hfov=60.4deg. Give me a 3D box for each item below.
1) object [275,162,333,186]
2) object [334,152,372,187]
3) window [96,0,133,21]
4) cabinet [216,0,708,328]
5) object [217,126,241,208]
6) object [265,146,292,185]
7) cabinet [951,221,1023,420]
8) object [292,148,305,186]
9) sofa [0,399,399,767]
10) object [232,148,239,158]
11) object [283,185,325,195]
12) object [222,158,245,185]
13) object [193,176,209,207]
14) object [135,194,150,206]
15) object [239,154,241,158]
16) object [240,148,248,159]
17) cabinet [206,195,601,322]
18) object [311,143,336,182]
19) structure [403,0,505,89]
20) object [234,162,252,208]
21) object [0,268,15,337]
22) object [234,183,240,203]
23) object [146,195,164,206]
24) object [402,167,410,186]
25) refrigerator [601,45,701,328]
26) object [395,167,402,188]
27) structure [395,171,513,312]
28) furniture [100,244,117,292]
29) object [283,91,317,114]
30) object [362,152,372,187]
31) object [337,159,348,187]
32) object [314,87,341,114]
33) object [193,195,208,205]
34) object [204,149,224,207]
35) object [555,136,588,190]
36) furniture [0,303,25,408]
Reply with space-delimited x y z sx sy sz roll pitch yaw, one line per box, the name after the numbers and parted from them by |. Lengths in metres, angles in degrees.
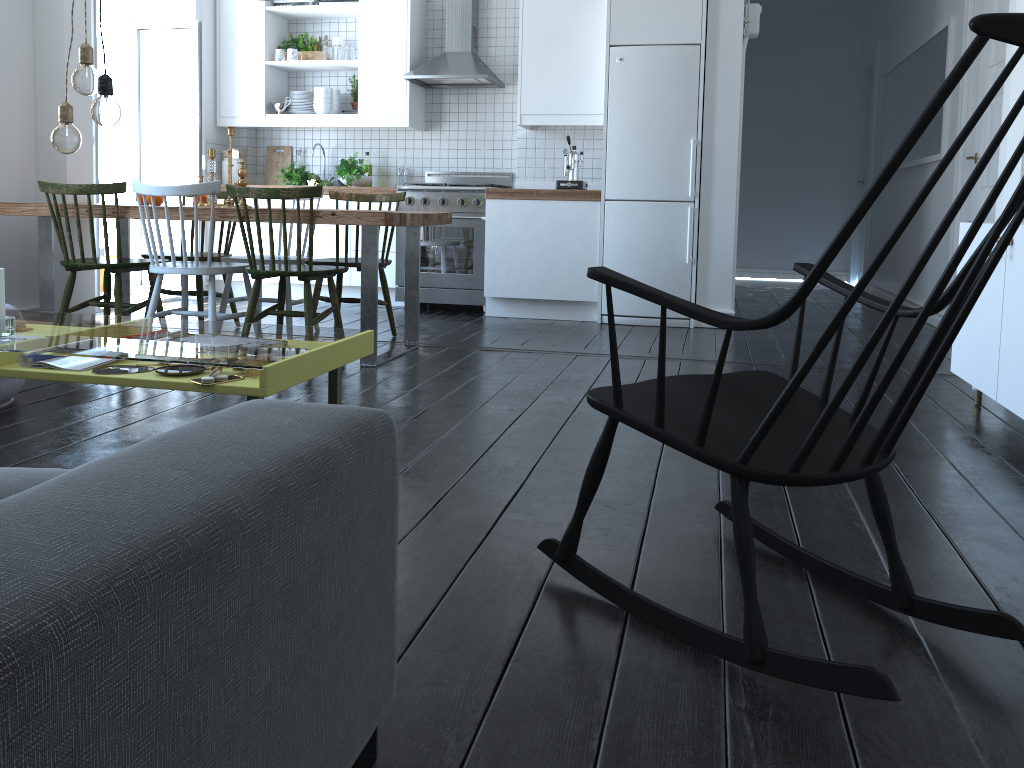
-1.587 -1.556 6.767 0.469 0.304 0.287 -1 8 -14 | object
-1.210 -1.630 6.696 0.271 0.266 0.343 2 9 3 | object
-2.953 -2.925 5.984 0.106 0.649 1.197 2 10 12 | window
-0.499 -1.740 6.456 3.796 2.347 0.787 4 6 17 | cabinet
-1.415 -1.081 4.403 0.113 0.406 0.115 -1 6 -25 | object
-1.896 -1.769 7.161 0.220 0.326 0.041 3 5 13 | object
1.920 -0.168 2.959 0.590 0.726 1.217 3 10 12 | cabinet
-1.719 -1.744 7.090 0.098 0.314 0.099 3 5 13 | object
-1.411 0.163 0.936 2.375 0.715 1.099 4 10 13 | sofa
-2.188 -1.716 6.934 0.064 0.287 0.142 0 6 -14 | object
-1.547 -1.478 6.831 0.372 0.110 0.359 4 11 12 | object
-2.190 -1.669 6.928 0.174 0.206 0.176 4 8 17 | object
-1.568 -0.968 4.439 0.080 0.159 0.081 -2 7 -30 | object
-2.007 -1.012 4.800 0.088 0.089 0.085 2 8 3 | object
-2.155 -1.699 6.960 0.050 0.244 0.116 -1 6 -22 | object
-2.147 -1.720 6.953 0.131 0.293 0.057 1 5 -8 | object
-0.821 -0.999 6.615 3.191 0.806 0.737 5 9 21 | cabinet
-1.482 -1.718 6.949 0.189 0.349 0.278 0 7 -11 | object
-0.406 -2.874 6.482 0.634 1.291 0.534 3 6 13 | structure
-1.426 -1.050 4.659 0.101 0.245 0.101 5 7 36 | object
-1.271 -0.204 2.174 0.075 0.171 0.075 -4 8 -42 | object
-1.477 -1.014 4.744 0.049 0.137 0.050 3 6 13 | object
-1.931 -1.002 4.765 0.084 0.087 0.091 8 10 39 | object
-0.830 -1.610 6.874 0.059 0.171 0.059 4 6 26 | object
0.958 -1.327 5.988 0.577 1.783 0.688 3 6 13 | refrigerator
-0.885 -1.618 6.908 0.059 0.171 0.059 4 6 26 | object
-0.425 -1.074 6.524 0.701 1.008 0.731 3 7 13 | structure
-3.591 -0.954 7.177 0.921 0.371 0.405 4 9 13 | furniture
-1.646 -2.196 6.930 0.300 0.192 0.310 4 10 14 | object
-1.137 -1.680 6.913 0.066 0.279 0.067 2 5 8 | object
-1.348 -1.674 7.005 0.085 0.228 0.086 -1 6 -22 | object
-1.430 -2.181 6.825 0.150 0.214 0.313 3 9 10 | object
-1.694 -1.002 4.810 0.089 0.083 0.085 5 9 25 | object
-1.571 -1.075 4.610 0.141 0.307 0.141 -3 7 -35 | object
0.415 -1.531 6.137 0.206 0.366 0.358 3 8 12 | object
-2.062 -0.104 3.126 0.610 0.414 0.624 2 9 7 | furniture
